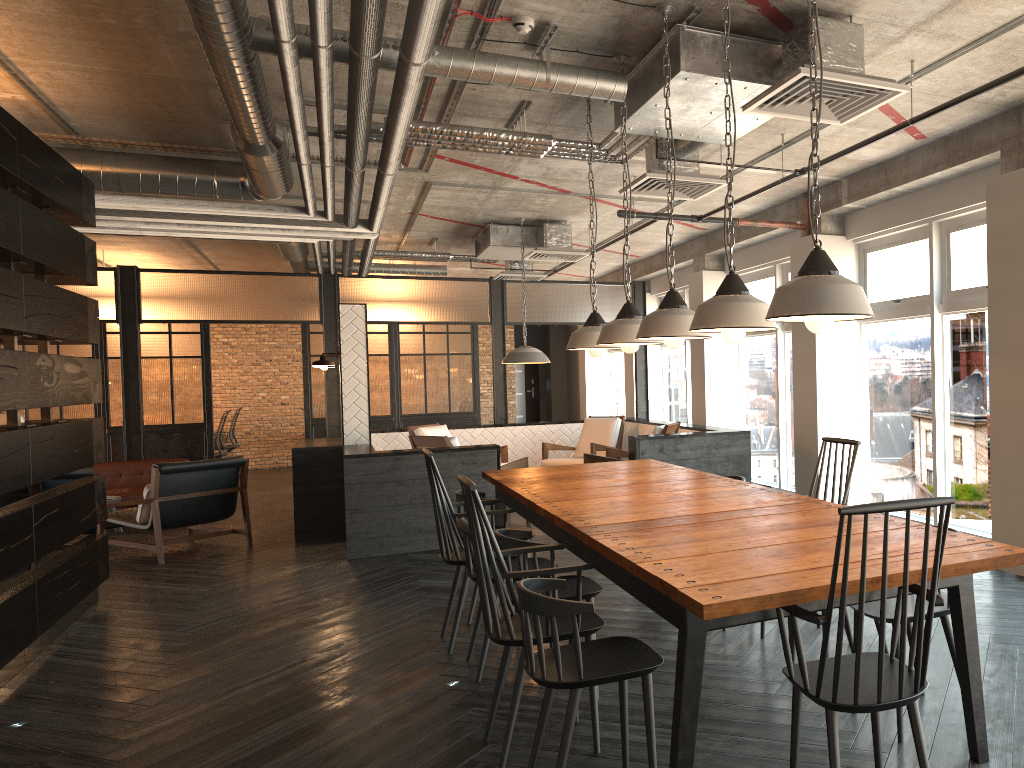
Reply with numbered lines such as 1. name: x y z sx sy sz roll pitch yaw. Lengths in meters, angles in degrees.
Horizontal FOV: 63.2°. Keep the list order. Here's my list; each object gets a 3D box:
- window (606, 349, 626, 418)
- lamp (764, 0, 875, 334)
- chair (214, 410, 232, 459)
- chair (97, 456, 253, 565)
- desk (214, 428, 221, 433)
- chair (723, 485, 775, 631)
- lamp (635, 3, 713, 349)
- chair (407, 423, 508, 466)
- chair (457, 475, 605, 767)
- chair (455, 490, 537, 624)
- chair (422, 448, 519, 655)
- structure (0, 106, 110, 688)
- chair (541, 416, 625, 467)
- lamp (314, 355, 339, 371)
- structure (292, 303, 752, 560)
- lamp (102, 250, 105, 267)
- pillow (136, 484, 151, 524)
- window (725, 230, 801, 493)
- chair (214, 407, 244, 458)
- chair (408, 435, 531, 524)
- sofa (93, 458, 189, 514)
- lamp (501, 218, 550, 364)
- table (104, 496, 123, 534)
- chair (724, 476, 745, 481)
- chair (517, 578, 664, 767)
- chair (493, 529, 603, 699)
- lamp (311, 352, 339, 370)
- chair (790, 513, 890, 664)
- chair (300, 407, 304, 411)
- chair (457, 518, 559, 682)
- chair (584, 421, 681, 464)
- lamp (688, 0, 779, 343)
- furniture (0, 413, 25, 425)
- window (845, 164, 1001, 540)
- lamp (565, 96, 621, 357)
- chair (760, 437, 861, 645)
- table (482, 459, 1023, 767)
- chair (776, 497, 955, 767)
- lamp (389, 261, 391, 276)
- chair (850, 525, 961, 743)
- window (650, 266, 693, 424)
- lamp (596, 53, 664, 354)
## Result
1. window: 2.021 -0.179 14.410 0.273 2.875 2.236 -2 1 -12
2. lamp: 0.984 -1.032 2.708 0.332 1.738 0.400 -1 1 23
3. chair: -4.271 0.900 11.498 0.784 1.063 0.616 -2 1 -20
4. chair: -2.877 1.022 7.070 0.881 0.795 0.858 -1 1 36
5. desk: -5.007 1.084 12.748 0.895 0.720 1.473 -2 1 -15
6. chair: 1.270 0.958 4.695 0.500 0.737 0.333 -2 1 -20
7. lamp: 0.737 -1.032 3.888 0.390 1.738 0.342 -2 1 -8
8. chair: -0.572 0.897 9.215 0.864 0.907 0.782 -1 1 20
9. chair: 0.086 0.848 3.112 0.550 1.033 0.407 -2 1 -20
10. chair: -0.090 0.991 4.957 0.500 0.737 0.333 -2 1 -20
11. chair: -0.189 0.849 4.423 0.550 1.033 0.407 -2 1 -20
12. structure: -5.342 0.134 1.691 6.860 2.742 4.873 -2 1 -20
13. chair: 0.894 0.856 9.962 0.629 0.907 1.063 -1 1 33
14. lamp: -1.876 -0.219 8.375 0.167 0.171 0.261 -1 1 39
15. structure: -0.045 0.281 8.856 4.451 2.116 3.293 -2 1 -20
16. lamp: -5.316 -1.217 11.684 0.332 0.858 3.064 -2 0 -12
17. pillow: -2.734 0.965 6.970 0.219 0.334 0.777 -1 1 39
18. window: 3.059 -0.180 9.464 0.273 2.875 2.236 -2 1 -12
19. chair: -4.578 0.900 12.960 0.784 1.063 0.616 -2 1 -20
20. chair: -0.382 0.900 7.812 0.614 0.907 1.084 -1 1 42
21. sofa: -4.208 1.128 8.425 1.819 0.637 0.595 -2 1 -23
22. lamp: 0.128 -0.995 8.903 0.551 1.545 0.467 -2 1 -12
23. table: -4.016 1.258 7.611 0.808 0.372 0.620 -2 1 -24
24. chair: 1.235 0.957 5.170 0.500 0.737 0.333 -2 1 -20
25. chair: 0.258 0.994 2.709 0.500 0.737 0.333 -2 1 -20
26. chair: 0.163 0.992 3.637 0.500 0.737 0.333 -2 1 -20
27. lamp: -1.743 -0.219 7.743 0.167 0.171 0.261 -1 1 39
28. chair: 1.482 0.964 3.765 0.521 0.726 0.333 -2 1 -21
29. chair: -2.696 0.856 12.201 0.784 1.063 0.616 -2 1 -20
30. chair: -0.010 1.000 4.040 0.521 0.726 0.333 -2 1 -21
31. chair: 1.224 0.856 8.504 0.888 0.907 0.764 -1 1 15
32. lamp: 0.860 -1.032 3.299 0.420 1.738 0.312 -3 1 -31
33. furniture: -3.846 0.827 4.452 2.112 1.261 0.523 -2 1 -24
34. window: 3.576 -0.180 6.996 0.273 2.875 2.236 -2 1 -12
35. lamp: 0.489 -1.031 5.066 0.375 1.738 0.357 -2 1 0
36. chair: 1.506 0.807 4.275 0.550 1.033 0.407 -2 1 -20
37. table: 0.751 0.947 4.066 1.326 0.792 3.364 -2 0 -14
38. chair: 1.032 0.828 2.460 0.504 1.033 0.447 -2 1 -14
39. lamp: -2.012 -1.308 13.175 0.332 0.858 3.064 -2 0 -12
40. chair: 1.568 0.958 3.300 0.500 0.737 0.333 -2 1 -20
41. window: 2.540 -0.179 11.937 0.273 2.875 2.236 -2 1 -12
42. lamp: 0.613 -1.031 4.477 0.375 1.738 0.357 -2 1 0
